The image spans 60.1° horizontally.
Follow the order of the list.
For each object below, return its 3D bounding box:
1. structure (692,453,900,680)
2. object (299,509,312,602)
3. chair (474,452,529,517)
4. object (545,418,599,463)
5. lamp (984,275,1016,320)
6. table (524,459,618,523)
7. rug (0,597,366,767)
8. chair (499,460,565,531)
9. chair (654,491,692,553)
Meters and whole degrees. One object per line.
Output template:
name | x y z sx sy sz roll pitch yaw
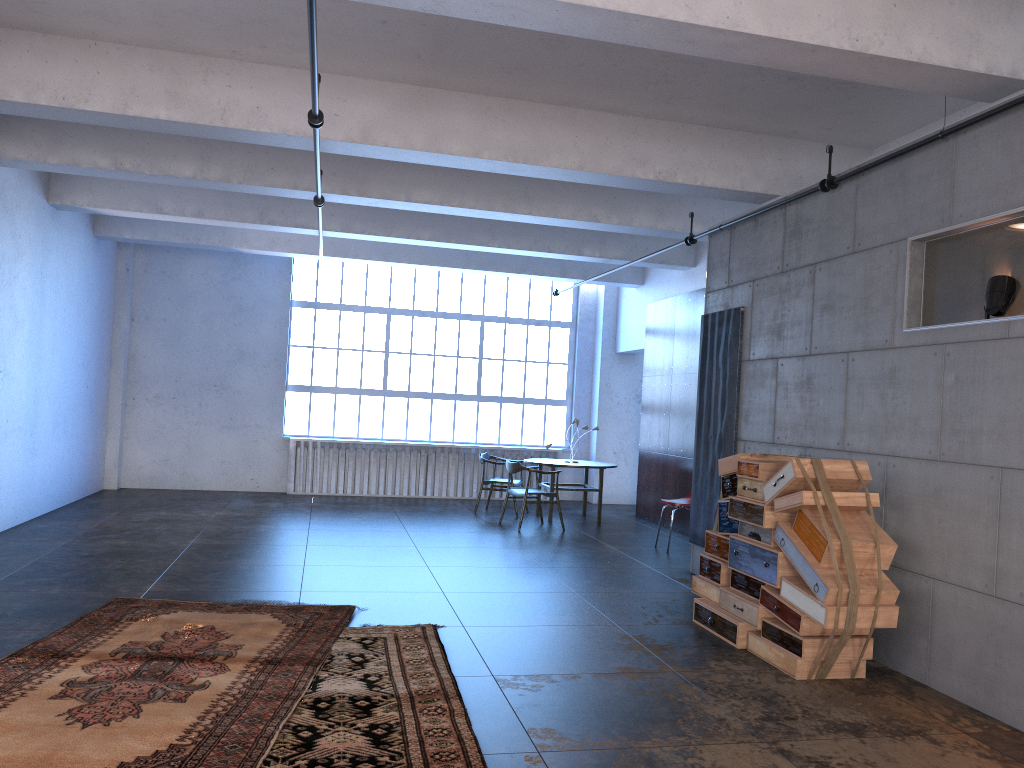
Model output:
structure | 1.794 1.118 5.954 0.644 1.315 1.895 3 -1 -12
object | 3.007 1.871 1.505 19.938 0.001 26.943 3 -2 -13
chair | -0.131 1.424 12.592 0.666 0.864 0.735 3 -1 14
object | 0.844 0.778 12.358 0.781 0.624 0.237 3 -1 -11
lamp | 2.729 -0.477 4.946 0.216 0.258 0.168 4 -1 -32
table | 0.796 1.519 12.366 1.285 0.851 1.335 2 -1 31
rug | -1.893 1.519 4.761 1.881 0.048 3.514 3 -1 -3
chair | 0.262 1.411 11.256 0.685 0.864 0.715 3 -1 -26
chair | 2.017 1.410 10.059 0.662 0.987 0.423 3 -1 -13
